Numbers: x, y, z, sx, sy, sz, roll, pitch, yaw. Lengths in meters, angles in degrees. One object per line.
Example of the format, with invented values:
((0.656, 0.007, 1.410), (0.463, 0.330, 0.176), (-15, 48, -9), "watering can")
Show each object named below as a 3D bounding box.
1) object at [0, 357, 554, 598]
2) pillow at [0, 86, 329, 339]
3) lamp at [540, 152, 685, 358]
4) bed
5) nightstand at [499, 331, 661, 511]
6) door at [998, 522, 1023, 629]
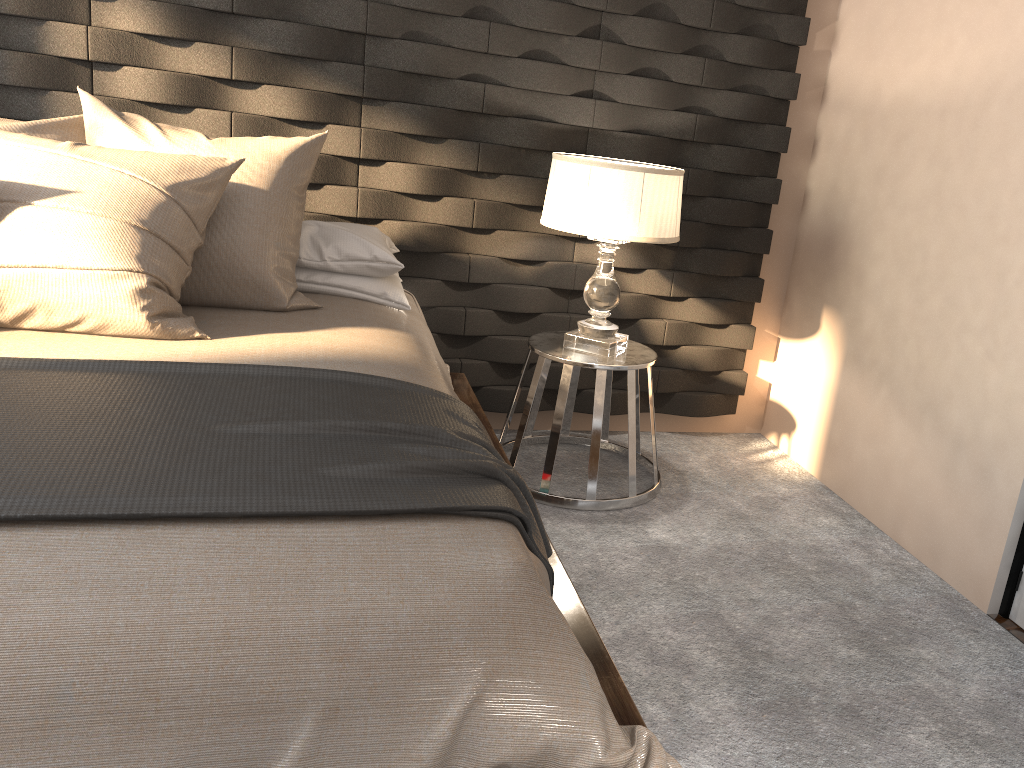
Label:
((-0.922, 0.189, 1.412), (2.118, 0.320, 0.603), (2, 17, -18), "object")
((-1.092, -0.430, 2.066), (1.294, 0.515, 0.880), (3, 17, -15), "pillow")
((0.316, -0.423, 2.940), (0.444, 0.627, 0.490), (18, 20, 34), "lamp")
((-1.029, 0.220, 1.873), (2.361, 0.620, 2.240), (3, 17, -16), "bed")
((0.251, 0.096, 3.099), (0.600, 0.469, 0.645), (13, 18, 21), "nightstand")
((1.637, -0.177, 1.828), (0.158, 2.081, 0.978), (2, 16, -12), "door")
